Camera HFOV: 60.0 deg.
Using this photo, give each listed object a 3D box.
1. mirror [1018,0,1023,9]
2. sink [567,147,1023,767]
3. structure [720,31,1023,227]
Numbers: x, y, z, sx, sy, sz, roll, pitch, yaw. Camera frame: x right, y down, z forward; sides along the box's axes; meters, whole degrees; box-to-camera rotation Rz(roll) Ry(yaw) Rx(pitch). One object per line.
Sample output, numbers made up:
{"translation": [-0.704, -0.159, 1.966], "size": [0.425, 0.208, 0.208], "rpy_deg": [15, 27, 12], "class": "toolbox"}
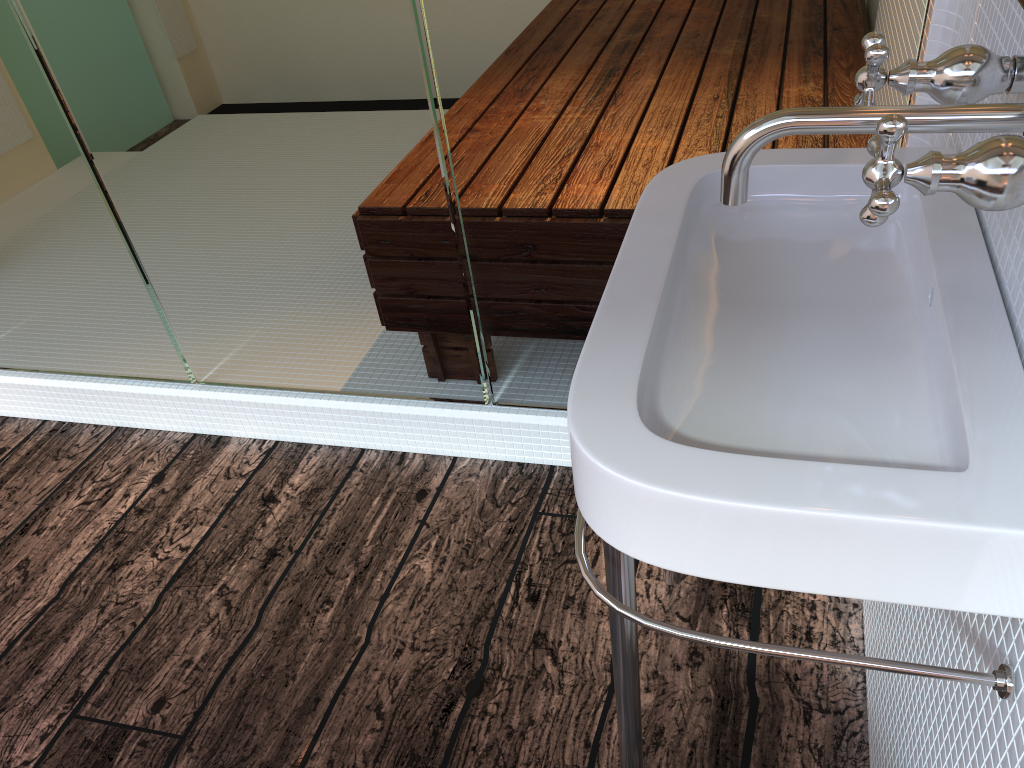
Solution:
{"translation": [0.312, -0.757, 0.213], "size": [0.011, 1.302, 0.593], "rpy_deg": [5, 40, 16], "class": "mirror"}
{"translation": [0.300, 0.199, 1.056], "size": [0.346, 0.800, 0.668], "rpy_deg": [5, 40, 16], "class": "sink"}
{"translation": [0.283, -0.209, 0.682], "size": [0.236, 0.125, 0.292], "rpy_deg": [4, 40, 16], "class": "structure"}
